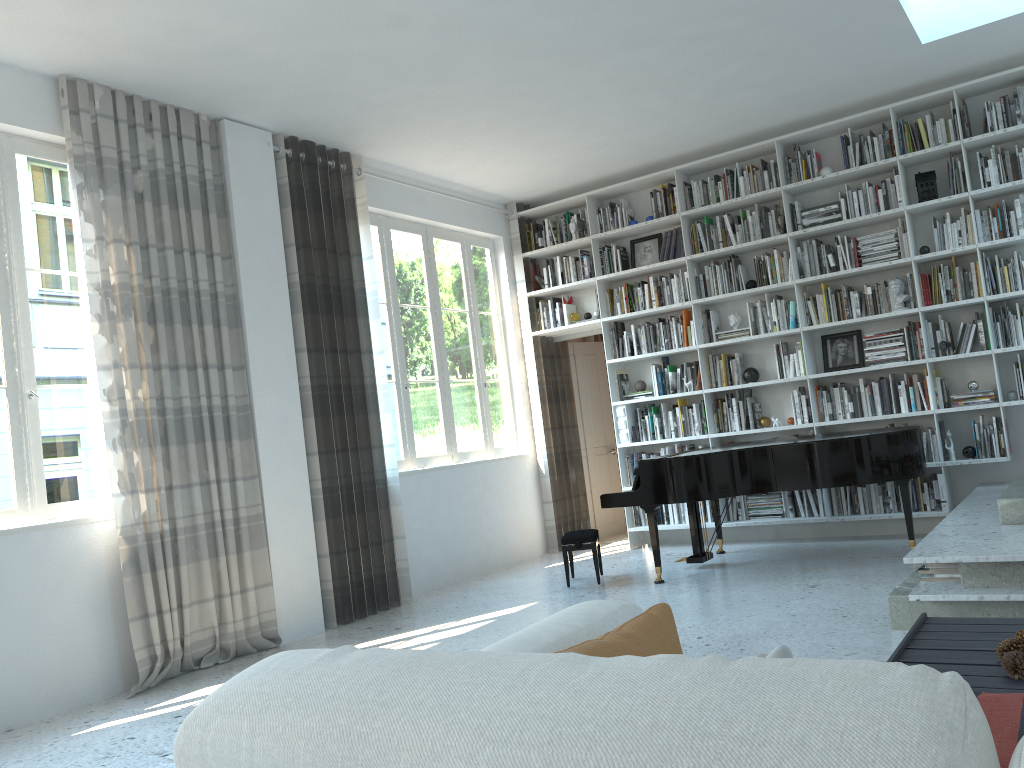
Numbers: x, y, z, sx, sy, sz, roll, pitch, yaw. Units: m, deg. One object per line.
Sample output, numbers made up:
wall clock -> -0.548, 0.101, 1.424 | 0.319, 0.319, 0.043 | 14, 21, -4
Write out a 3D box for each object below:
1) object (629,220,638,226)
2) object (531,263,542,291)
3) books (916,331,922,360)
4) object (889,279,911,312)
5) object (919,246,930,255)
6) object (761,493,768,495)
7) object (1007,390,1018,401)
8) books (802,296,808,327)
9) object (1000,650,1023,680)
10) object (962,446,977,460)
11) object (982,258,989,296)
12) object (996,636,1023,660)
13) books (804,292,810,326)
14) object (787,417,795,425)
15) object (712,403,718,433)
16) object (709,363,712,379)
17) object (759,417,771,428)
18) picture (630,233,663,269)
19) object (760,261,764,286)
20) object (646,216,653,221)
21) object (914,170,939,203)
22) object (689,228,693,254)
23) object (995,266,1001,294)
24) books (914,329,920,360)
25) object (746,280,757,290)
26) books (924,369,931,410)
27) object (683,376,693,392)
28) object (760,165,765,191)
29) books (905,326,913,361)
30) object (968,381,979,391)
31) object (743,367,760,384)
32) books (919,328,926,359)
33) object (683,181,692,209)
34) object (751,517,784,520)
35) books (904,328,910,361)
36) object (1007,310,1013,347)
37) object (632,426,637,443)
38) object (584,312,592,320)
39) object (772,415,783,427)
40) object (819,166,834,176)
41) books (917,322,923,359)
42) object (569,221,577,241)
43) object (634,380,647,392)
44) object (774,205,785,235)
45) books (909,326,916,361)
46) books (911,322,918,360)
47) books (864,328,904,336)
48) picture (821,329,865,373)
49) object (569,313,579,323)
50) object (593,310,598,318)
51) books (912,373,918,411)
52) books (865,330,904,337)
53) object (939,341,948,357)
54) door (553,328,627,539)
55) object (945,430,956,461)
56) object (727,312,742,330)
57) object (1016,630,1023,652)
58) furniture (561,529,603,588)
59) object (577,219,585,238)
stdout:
object -> 1.063, -1.384, 7.718 | 0.082, 0.083, 0.082 | -7, -3, 11
object -> 0.227, -0.982, 8.306 | 0.035, 0.295, 0.176 | -9, -4, 33
books -> 3.003, -0.281, 6.515 | 0.021, 0.217, 0.132 | -9, -4, 33
object -> 2.816, -0.645, 6.454 | 0.137, 0.243, 0.138 | -7, -3, -1
object -> 2.971, -0.959, 6.385 | 0.071, 0.072, 0.071 | -6, -3, -8
object -> 2.029, 0.847, 7.135 | 0.086, 0.087, 0.086 | -7, -3, 11
object -> 3.484, 0.081, 6.170 | 0.071, 0.072, 0.071 | -6, -3, -8
books -> 2.321, -0.559, 6.954 | 0.012, 0.254, 0.161 | -9, -4, 33
object -> 1.446, 0.807, 2.546 | 0.081, 0.083, 0.098 | -9, -4, 38
object -> 3.222, 0.482, 6.242 | 0.093, 0.094, 0.093 | -6, -3, -8
object -> 3.362, -0.744, 6.275 | 0.013, 0.283, 0.135 | -9, -4, 33
object -> 1.513, 0.812, 2.692 | 0.082, 0.085, 0.082 | -4, -4, -42
books -> 2.334, -0.575, 6.957 | 0.010, 0.281, 0.140 | -9, -4, 33
object -> 2.201, 0.293, 6.987 | 0.061, 0.062, 0.061 | -6, -3, -8
object -> 1.715, 0.281, 7.376 | 0.012, 0.254, 0.161 | -9, -4, 33
object -> 1.687, -0.092, 7.399 | 0.012, 0.270, 0.130 | -9, -4, 33
object -> 2.037, 0.308, 7.147 | 0.091, 0.092, 0.091 | -7, -3, 11
picture -> 1.178, -1.142, 7.748 | 0.300, 0.299, 0.077 | -9, -4, 33
object -> 2.038, -0.872, 7.140 | 0.010, 0.225, 0.142 | -9, -4, 33
object -> 1.193, -1.405, 7.632 | 0.082, 0.083, 0.082 | -7, -3, 11
object -> 2.992, -1.415, 6.394 | 0.135, 0.248, 0.135 | -8, -3, 23
object -> 1.540, -1.175, 7.453 | 0.012, 0.254, 0.161 | -9, -4, 33
object -> 3.417, -0.716, 6.220 | 0.013, 0.208, 0.140 | -9, -4, 33
books -> 2.990, -0.286, 6.526 | 0.013, 0.232, 0.134 | -9, -4, 33
object -> 1.935, -0.793, 7.150 | 0.097, 0.098, 0.097 | -6, -3, -8
books -> 3.054, 0.038, 6.486 | 0.011, 0.300, 0.149 | -9, -4, 33
object -> 1.458, -0.002, 7.343 | 0.082, 0.140, 0.044 | -8, -3, 17
object -> 2.037, -1.623, 7.111 | 0.010, 0.246, 0.157 | -9, -4, 33
books -> 2.940, -0.294, 6.538 | 0.011, 0.260, 0.184 | -9, -4, 33
object -> 3.242, 0.012, 6.233 | 0.071, 0.072, 0.071 | -6, -3, -8
object -> 1.939, -0.068, 7.189 | 0.134, 0.135, 0.134 | -6, -3, -8
books -> 3.019, -0.292, 6.471 | 0.034, 0.229, 0.199 | -9, -4, 33
object -> 1.495, -1.554, 7.473 | 0.012, 0.285, 0.159 | -9, -4, 33
object -> 2.078, 1.076, 7.150 | 0.254, 0.007, 0.161 | -10, -5, 36
books -> 2.932, -0.289, 6.547 | 0.012, 0.254, 0.161 | -9, -4, 33
object -> 3.489, -0.384, 6.201 | 0.007, 0.266, 0.135 | -9, -4, 33
object -> 1.052, 0.434, 7.646 | 0.045, 0.146, 0.045 | -6, -3, -18
object -> 0.686, -0.611, 8.008 | 0.071, 0.072, 0.071 | -7, -3, 11
object -> 2.100, 0.292, 7.026 | 0.078, 0.095, 0.060 | -4, -4, -40
object -> 2.415, -1.617, 6.807 | 0.105, 0.106, 0.104 | -7, -3, 11
books -> 3.003, -0.314, 6.494 | 0.011, 0.279, 0.186 | -9, -4, 33
object -> 0.552, -1.355, 7.923 | 0.067, 0.198, 0.067 | -6, -3, -14
object -> 1.121, 0.021, 7.732 | 0.105, 0.106, 0.105 | -7, -3, 11
object -> 2.087, -1.275, 6.915 | 0.075, 0.254, 0.075 | -8, -3, 12
books -> 2.966, -0.295, 6.535 | 0.013, 0.256, 0.162 | -9, -4, 33
books -> 2.973, -0.312, 6.528 | 0.011, 0.288, 0.152 | -9, -4, 33
books -> 2.790, -0.387, 6.639 | 0.254, 0.012, 0.161 | -10, -5, 37
picture -> 2.559, -0.250, 6.861 | 0.300, 0.299, 0.077 | -9, -4, 33
object -> 0.563, -0.602, 8.032 | 0.087, 0.087, 0.087 | -6, -3, -8
object -> 0.763, -0.625, 7.933 | 0.071, 0.072, 0.071 | -7, -3, 11
books -> 2.986, 0.059, 6.543 | 0.010, 0.284, 0.132 | -9, -4, 33
books -> 2.792, -0.375, 6.640 | 0.254, 0.012, 0.161 | -9, -4, 30
object -> 3.057, -0.250, 6.277 | 0.054, 0.113, 0.079 | -9, -4, 32
door -> 0.969, 0.493, 8.530 | 0.834, 1.979, 0.786 | -9, -4, 33
object -> 3.106, 0.433, 6.289 | 0.046, 0.224, 0.053 | -4, -4, -45
object -> 1.828, -0.516, 7.276 | 0.121, 0.157, 0.095 | -4, -4, -43
object -> 1.586, 0.796, 2.709 | 0.110, 0.101, 0.114 | -8, -4, 16
furniture -> 0.498, 1.213, 6.250 | 0.240, 0.353, 0.467 | -7, -3, 8
object -> 0.619, -1.366, 7.879 | 0.067, 0.198, 0.067 | -6, -3, -14
